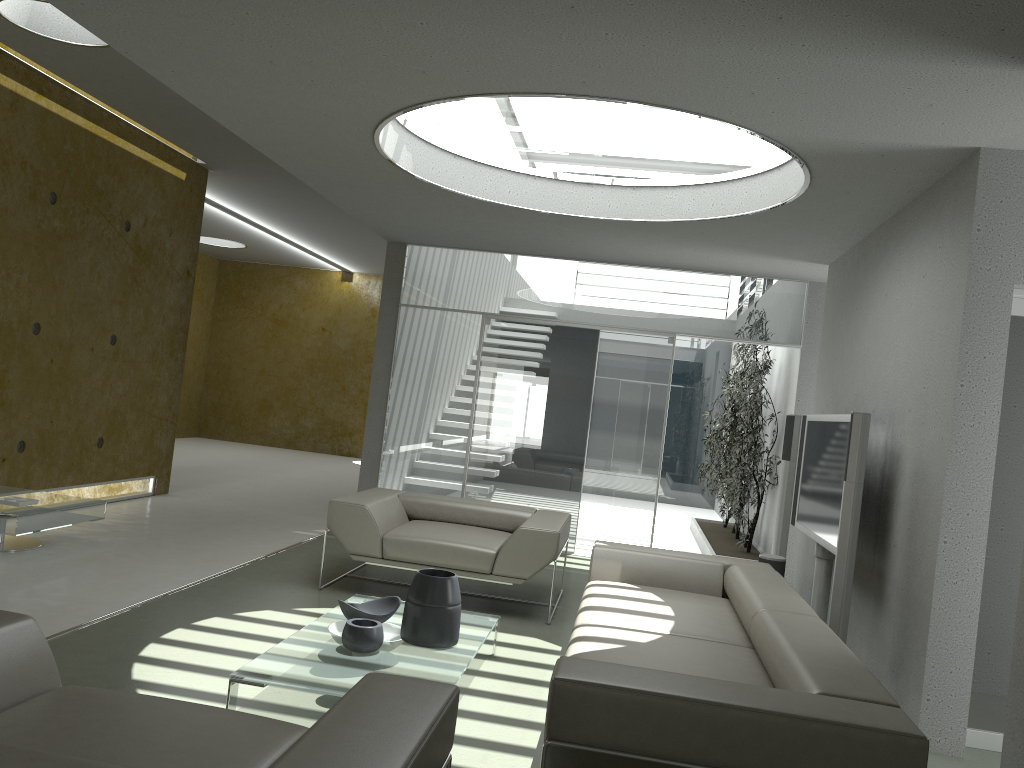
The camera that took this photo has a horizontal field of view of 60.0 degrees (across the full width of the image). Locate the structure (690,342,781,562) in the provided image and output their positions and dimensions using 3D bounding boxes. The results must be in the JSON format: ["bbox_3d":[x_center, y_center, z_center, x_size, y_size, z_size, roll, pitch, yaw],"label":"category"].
[{"bbox_3d":[2.417,0.503,9.648,0.646,2.589,3.371,7,-1,8],"label":"structure"}]

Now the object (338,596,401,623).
[{"bbox_3d":[-0.674,1.071,4.171,0.223,0.125,0.317,6,-2,45],"label":"object"}]

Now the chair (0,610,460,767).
[{"bbox_3d":[-0.959,0.964,1.927,1.481,0.583,1.039,7,-1,8],"label":"chair"}]

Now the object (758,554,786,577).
[{"bbox_3d":[1.790,1.432,6.187,0.175,0.461,0.185,7,-1,3],"label":"object"}]

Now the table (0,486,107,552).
[{"bbox_3d":[-3.366,0.901,5.840,0.900,0.300,0.900,7,-1,8],"label":"table"}]

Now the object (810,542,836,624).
[{"bbox_3d":[1.814,1.305,5.423,0.323,0.689,0.882,7,-1,8],"label":"object"}]

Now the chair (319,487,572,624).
[{"bbox_3d":[-0.396,1.110,5.984,1.481,0.583,1.039,7,-1,8],"label":"chair"}]

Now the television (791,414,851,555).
[{"bbox_3d":[1.953,0.581,5.430,0.127,0.781,1.603,7,-1,8],"label":"television"}]

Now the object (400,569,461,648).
[{"bbox_3d":[-0.359,1.012,4.027,0.265,0.309,0.265,7,-1,-9],"label":"object"}]

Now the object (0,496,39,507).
[{"bbox_3d":[-3.183,0.754,5.688,0.197,0.029,0.189,7,-1,8],"label":"object"}]

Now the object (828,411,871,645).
[{"bbox_3d":[1.640,0.870,4.360,0.310,1.469,0.310,7,-1,-15],"label":"object"}]

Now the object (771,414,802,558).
[{"bbox_3d":[2.013,0.958,6.566,0.310,1.469,0.310,6,-1,35],"label":"object"}]

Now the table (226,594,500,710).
[{"bbox_3d":[-0.563,1.243,3.961,0.790,0.200,1.500,7,-1,8],"label":"table"}]

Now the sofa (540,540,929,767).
[{"bbox_3d":[0.756,1.199,3.776,1.037,0.585,2.791,7,-1,8],"label":"sofa"}]

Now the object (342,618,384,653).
[{"bbox_3d":[-0.635,1.074,3.776,0.177,0.113,0.177,7,-1,-11],"label":"object"}]
